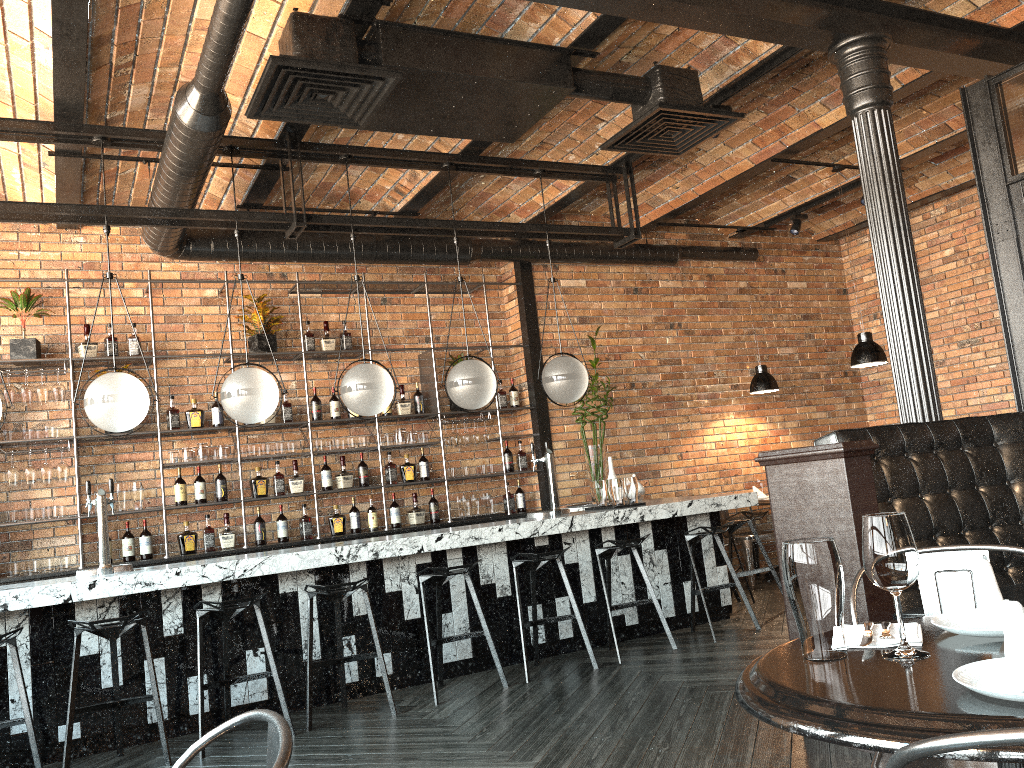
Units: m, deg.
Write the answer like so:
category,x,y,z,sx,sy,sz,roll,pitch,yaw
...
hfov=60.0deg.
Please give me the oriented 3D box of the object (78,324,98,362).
category,x,y,z,sx,sy,sz,roll,pitch,yaw
object,-3.172,-0.308,6.631,0.123,0.279,0.123,-1,-9,-38

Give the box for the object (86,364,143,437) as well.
category,x,y,z,sx,sy,sz,roll,pitch,yaw
object,-2.950,0.123,6.635,0.430,0.526,0.425,-5,-7,-15

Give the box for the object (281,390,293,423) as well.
category,x,y,z,sx,sy,sz,roll,pitch,yaw
object,-1.837,0.190,7.217,0.083,0.282,0.083,-3,-8,-27

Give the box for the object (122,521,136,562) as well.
category,x,y,z,sx,sy,sz,roll,pitch,yaw
object,-2.844,1.164,6.574,0.086,0.298,0.086,-9,-7,21

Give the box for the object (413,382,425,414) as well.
category,x,y,z,sx,sy,sz,roll,pitch,yaw
object,-0.816,0.131,7.747,0.086,0.297,0.086,-9,-7,21

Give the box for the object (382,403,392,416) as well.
category,x,y,z,sx,sy,sz,roll,pitch,yaw
object,-1.082,0.145,7.614,0.086,0.299,0.086,-9,-7,21

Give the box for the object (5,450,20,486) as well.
category,x,y,z,sx,sy,sz,roll,pitch,yaw
object,-3.497,0.589,6.205,0.092,0.244,0.092,-4,-7,-22

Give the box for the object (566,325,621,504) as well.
category,x,y,z,sx,sy,sz,roll,pitch,yaw
object,0.723,0.286,7.868,0.584,1.546,0.673,-8,-7,11

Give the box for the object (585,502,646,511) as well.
category,x,y,z,sx,sy,sz,roll,pitch,yaw
object,0.749,0.893,6.465,0.273,0.019,0.437,-3,-8,-27

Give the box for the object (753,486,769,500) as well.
category,x,y,z,sx,sy,sz,roll,pitch,yaw
object,2.374,1.034,8.447,0.232,0.139,0.232,-2,-8,-33

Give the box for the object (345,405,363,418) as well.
category,x,y,z,sx,sy,sz,roll,pitch,yaw
object,-1.328,0.182,7.475,0.151,0.248,0.094,-7,-7,1

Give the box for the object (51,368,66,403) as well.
category,x,y,z,sx,sy,sz,roll,pitch,yaw
object,-3.283,0.009,6.415,0.092,0.244,0.092,-4,-7,-22

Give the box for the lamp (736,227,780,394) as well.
category,x,y,z,sx,sy,sz,roll,pitch,yaw
lamp,2.376,-0.737,8.759,0.291,1.653,0.291,-12,-8,37

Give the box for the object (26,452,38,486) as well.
category,x,y,z,sx,sy,sz,roll,pitch,yaw
object,-3.473,0.609,6.401,0.092,0.244,0.092,-4,-7,-22

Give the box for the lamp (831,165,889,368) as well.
category,x,y,z,sx,sy,sz,roll,pitch,yaw
lamp,2.765,-0.966,7.184,0.291,1.653,0.291,-8,-7,18

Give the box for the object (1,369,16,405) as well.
category,x,y,z,sx,sy,sz,roll,pitch,yaw
object,-3.560,0.023,6.272,0.092,0.244,0.092,-4,-7,-22

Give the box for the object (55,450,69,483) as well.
category,x,y,z,sx,sy,sz,roll,pitch,yaw
object,-3.293,0.600,6.493,0.092,0.244,0.092,-4,-7,-22

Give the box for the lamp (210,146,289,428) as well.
category,x,y,z,sx,sy,sz,roll,pitch,yaw
lamp,-1.652,-0.605,5.417,0.340,1.754,0.340,-9,-7,19

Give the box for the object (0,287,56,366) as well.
category,x,y,z,sx,sy,sz,roll,pitch,yaw
object,-3.563,-0.422,6.481,0.377,0.554,0.422,-1,-9,-39

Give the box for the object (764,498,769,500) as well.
category,x,y,z,sx,sy,sz,roll,pitch,yaw
object,2.480,1.054,8.244,0.255,0.019,0.157,-3,-8,-27

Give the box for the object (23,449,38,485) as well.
category,x,y,z,sx,sy,sz,roll,pitch,yaw
object,-3.400,0.584,6.255,0.092,0.244,0.092,-4,-7,-22

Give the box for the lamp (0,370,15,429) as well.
category,x,y,z,sx,sy,sz,roll,pitch,yaw
lamp,-2.954,-0.539,4.747,0.340,1.754,0.340,-9,-7,19

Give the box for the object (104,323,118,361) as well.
category,x,y,z,sx,sy,sz,roll,pitch,yaw
object,-3.032,-0.318,6.702,0.083,0.282,0.083,0,-9,-42

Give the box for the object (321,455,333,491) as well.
category,x,y,z,sx,sy,sz,roll,pitch,yaw
object,-1.526,0.734,7.288,0.086,0.298,0.086,-9,-7,21

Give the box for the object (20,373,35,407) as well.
category,x,y,z,sx,sy,sz,roll,pitch,yaw
object,-3.536,0.043,6.468,0.092,0.244,0.092,-4,-7,-22

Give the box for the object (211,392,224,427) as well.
category,x,y,z,sx,sy,sz,roll,pitch,yaw
object,-2.321,0.209,6.985,0.086,0.298,0.086,-9,-7,21

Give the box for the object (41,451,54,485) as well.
category,x,y,z,sx,sy,sz,roll,pitch,yaw
object,-3.385,0.604,6.446,0.092,0.244,0.092,-4,-7,-22

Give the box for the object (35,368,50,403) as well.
category,x,y,z,sx,sy,sz,roll,pitch,yaw
object,-3.375,0.014,6.367,0.092,0.244,0.092,-4,-7,-22

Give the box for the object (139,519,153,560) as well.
category,x,y,z,sx,sy,sz,roll,pitch,yaw
object,-2.728,1.156,6.607,0.086,0.298,0.086,-9,-7,21

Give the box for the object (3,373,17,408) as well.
category,x,y,z,sx,sy,sz,roll,pitch,yaw
object,-3.634,0.048,6.417,0.092,0.244,0.092,-4,-7,-22

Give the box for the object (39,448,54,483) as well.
category,x,y,z,sx,sy,sz,roll,pitch,yaw
object,-3.312,0.579,6.301,0.092,0.244,0.092,-4,-7,-22

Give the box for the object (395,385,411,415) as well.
category,x,y,z,sx,sy,sz,roll,pitch,yaw
object,-0.941,0.145,7.663,0.123,0.279,0.123,-4,-7,-19

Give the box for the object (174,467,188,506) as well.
category,x,y,z,sx,sy,sz,roll,pitch,yaw
object,-2.531,0.786,6.769,0.086,0.299,0.086,-9,-7,21

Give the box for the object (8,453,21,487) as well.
category,x,y,z,sx,sy,sz,roll,pitch,yaw
object,-3.571,0.614,6.351,0.092,0.244,0.092,-4,-7,-22

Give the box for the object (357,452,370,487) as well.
category,x,y,z,sx,sy,sz,roll,pitch,yaw
object,-1.248,0.719,7.426,0.086,0.299,0.086,-9,-7,21

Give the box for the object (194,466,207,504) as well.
category,x,y,z,sx,sy,sz,roll,pitch,yaw
object,-2.413,0.782,6.858,0.086,0.298,0.086,-9,-7,21

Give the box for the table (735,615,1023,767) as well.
category,x,y,z,sx,sy,sz,roll,pitch,yaw
table,0.853,0.825,1.445,0.866,0.758,0.866,-10,-7,26

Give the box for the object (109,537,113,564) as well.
category,x,y,z,sx,sy,sz,roll,pitch,yaw
object,-2.972,1.169,6.479,0.086,0.299,0.086,-9,-7,21

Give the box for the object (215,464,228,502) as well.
category,x,y,z,sx,sy,sz,roll,pitch,yaw
object,-2.266,0.771,6.903,0.086,0.297,0.086,-9,-7,21

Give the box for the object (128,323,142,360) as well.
category,x,y,z,sx,sy,sz,roll,pitch,yaw
object,-2.884,-0.326,6.778,0.083,0.282,0.083,-5,-7,-12

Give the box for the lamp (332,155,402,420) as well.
category,x,y,z,sx,sy,sz,roll,pitch,yaw
lamp,-1.001,-0.639,5.751,0.340,1.754,0.340,-9,-7,19

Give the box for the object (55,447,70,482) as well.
category,x,y,z,sx,sy,sz,roll,pitch,yaw
object,-3.220,0.574,6.348,0.092,0.244,0.092,-4,-7,-22

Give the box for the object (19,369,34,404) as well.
category,x,y,z,sx,sy,sz,roll,pitch,yaw
object,-3.463,0.018,6.322,0.092,0.244,0.092,-4,-7,-22

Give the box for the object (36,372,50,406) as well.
category,x,y,z,sx,sy,sz,roll,pitch,yaw
object,-3.448,0.039,6.513,0.092,0.244,0.092,-4,-7,-22

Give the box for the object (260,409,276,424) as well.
category,x,y,z,sx,sy,sz,roll,pitch,yaw
object,-1.974,0.198,7.131,0.123,0.279,0.123,-1,-9,-38

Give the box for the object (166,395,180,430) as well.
category,x,y,z,sx,sy,sz,roll,pitch,yaw
object,-2.609,0.229,6.820,0.083,0.282,0.083,0,-9,-42

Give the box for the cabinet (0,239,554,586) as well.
category,x,y,z,sx,sy,sz,roll,pitch,yaw
cabinet,-2.824,0.382,6.641,7.075,3.779,0.564,-3,-8,-27

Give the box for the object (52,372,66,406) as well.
category,x,y,z,sx,sy,sz,roll,pitch,yaw
object,-3.356,0.034,6.560,0.092,0.244,0.092,-4,-7,-22

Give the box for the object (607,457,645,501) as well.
category,x,y,z,sx,sy,sz,roll,pitch,yaw
object,0.933,0.801,7.470,0.316,0.397,0.319,-9,-7,21

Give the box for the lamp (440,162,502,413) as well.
category,x,y,z,sx,sy,sz,roll,pitch,yaw
lamp,-0.350,-0.672,6.086,0.340,1.754,0.340,-9,-7,19

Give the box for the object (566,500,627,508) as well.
category,x,y,z,sx,sy,sz,roll,pitch,yaw
object,0.784,1.049,7.797,0.622,0.014,0.622,-11,-8,35

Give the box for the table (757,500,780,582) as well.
category,x,y,z,sx,sy,sz,roll,pitch,yaw
table,2.635,1.458,8.483,0.872,0.758,0.872,-3,-8,-27

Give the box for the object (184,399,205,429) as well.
category,x,y,z,sx,sy,sz,roll,pitch,yaw
object,-2.464,0.240,6.891,0.151,0.248,0.094,-3,-7,-24

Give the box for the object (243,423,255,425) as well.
category,x,y,z,sx,sy,sz,roll,pitch,yaw
object,-2.110,0.197,7.087,0.086,0.298,0.086,-9,-7,21

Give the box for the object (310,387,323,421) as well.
category,x,y,z,sx,sy,sz,roll,pitch,yaw
object,-1.621,0.171,7.334,0.086,0.299,0.086,-9,-7,21

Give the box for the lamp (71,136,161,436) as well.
category,x,y,z,sx,sy,sz,roll,pitch,yaw
lamp,-2.303,-0.572,5.082,0.340,1.754,0.340,-9,-7,19

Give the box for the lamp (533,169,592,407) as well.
category,x,y,z,sx,sy,sz,roll,pitch,yaw
lamp,0.301,-0.705,6.421,0.340,1.754,0.340,-9,-7,19

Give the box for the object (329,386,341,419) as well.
category,x,y,z,sx,sy,sz,roll,pitch,yaw
object,-1.487,0.168,7.434,0.086,0.298,0.086,-9,-7,21
